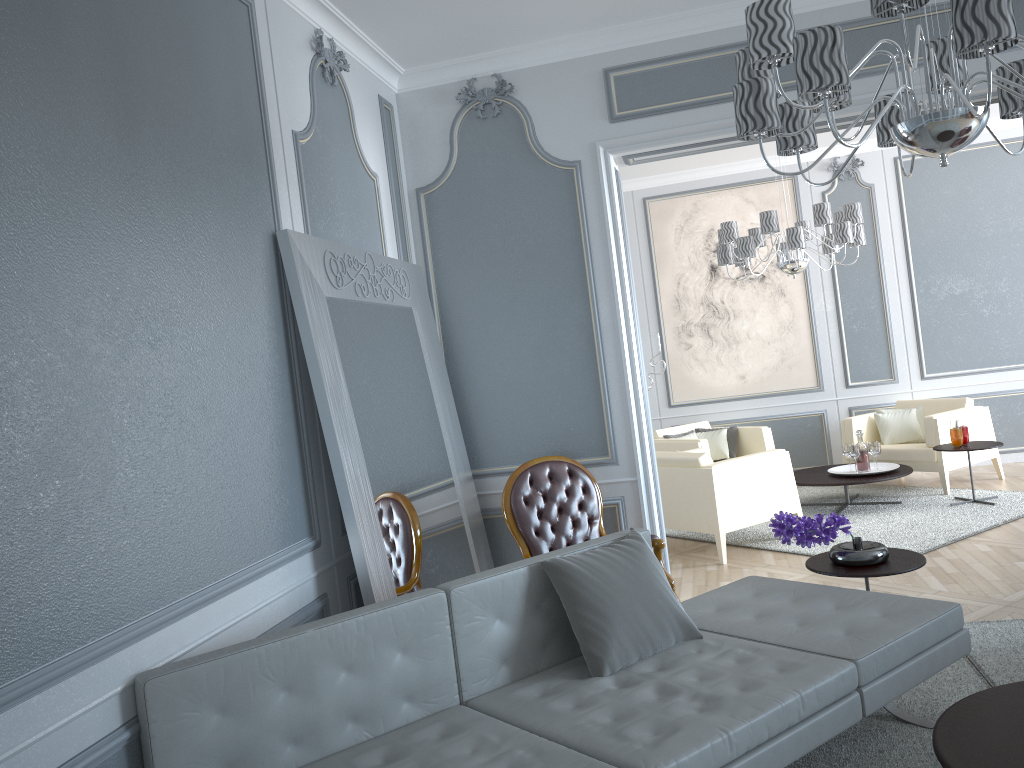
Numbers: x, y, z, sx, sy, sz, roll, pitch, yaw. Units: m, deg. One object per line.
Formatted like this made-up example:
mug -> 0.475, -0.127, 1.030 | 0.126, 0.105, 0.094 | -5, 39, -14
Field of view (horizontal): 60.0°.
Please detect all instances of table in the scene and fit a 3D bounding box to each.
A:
table -> 1.430, 0.925, 1.966 | 0.881, 0.239, 0.883 | -7, 1, 30
table -> 2.342, 0.740, 6.212 | 0.882, 0.239, 0.883 | -7, 1, 10
table -> 1.313, 0.835, 3.245 | 0.414, 0.385, 0.414 | -7, 0, 0
table -> 2.999, 0.592, 5.790 | 0.414, 0.385, 0.414 | -7, 1, -30

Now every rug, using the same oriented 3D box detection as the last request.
rug -> 2.237, 0.873, 5.934 | 2.002, 0.010, 1.998 | -8, 1, -32
rug -> 1.388, 1.044, 2.023 | 2.017, 0.010, 3.206 | -7, 1, 13

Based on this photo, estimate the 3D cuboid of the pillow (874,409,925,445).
pillow -> 2.952, 0.329, 6.768 | 0.311, 0.245, 0.163 | -7, 0, 7

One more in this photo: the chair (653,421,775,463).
chair -> 1.555, 0.632, 7.016 | 0.856, 0.621, 0.736 | -7, 1, -32

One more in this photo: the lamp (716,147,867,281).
lamp -> 1.891, -1.284, 6.167 | 0.976, 1.120, 0.976 | -7, 0, 1

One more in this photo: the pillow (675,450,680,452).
pillow -> 1.123, 0.577, 5.666 | 0.182, 0.285, 0.361 | -7, 1, 18

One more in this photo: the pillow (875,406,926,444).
pillow -> 3.009, 0.321, 6.835 | 0.351, 0.276, 0.184 | -7, 0, 18

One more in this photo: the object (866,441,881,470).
object -> 2.511, 0.497, 6.157 | 0.080, 0.196, 0.080 | -7, 0, -4

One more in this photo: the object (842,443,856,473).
object -> 2.353, 0.516, 6.183 | 0.080, 0.196, 0.080 | -7, 0, -4

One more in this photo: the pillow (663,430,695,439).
pillow -> 1.382, 0.520, 7.047 | 0.351, 0.276, 0.184 | -7, 0, -32

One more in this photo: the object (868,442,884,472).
object -> 2.493, 0.501, 6.075 | 0.080, 0.196, 0.080 | -7, 0, -4

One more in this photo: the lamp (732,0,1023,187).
lamp -> 1.042, -1.114, 2.290 | 0.976, 1.120, 0.976 | -7, 0, 1

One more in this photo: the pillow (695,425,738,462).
pillow -> 1.641, 0.487, 7.136 | 0.350, 0.276, 0.184 | -7, 0, 28

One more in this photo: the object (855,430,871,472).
object -> 2.421, 0.461, 6.141 | 0.086, 0.290, 0.086 | -7, 0, 34

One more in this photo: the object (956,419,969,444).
object -> 2.980, 0.316, 5.869 | 0.075, 0.165, 0.075 | -7, 0, -28

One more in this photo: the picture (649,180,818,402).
picture -> 1.878, -0.779, 7.577 | 1.199, 1.751, 0.001 | -7, 0, 12

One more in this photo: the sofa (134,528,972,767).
sofa -> 0.280, 0.836, 2.355 | 2.206, 0.668, 0.809 | -8, 1, -37

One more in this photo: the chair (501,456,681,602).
chair -> 0.308, 0.733, 3.823 | 0.573, 0.828, 0.574 | -7, 0, -28

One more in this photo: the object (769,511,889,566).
object -> 1.155, 0.550, 3.211 | 0.425, 0.221, 0.206 | -7, 0, -18

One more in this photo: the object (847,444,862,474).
object -> 2.355, 0.518, 6.084 | 0.080, 0.196, 0.080 | -7, 0, 16

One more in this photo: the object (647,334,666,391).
object -> 1.001, 0.311, 7.281 | 0.447, 1.386, 0.446 | -7, 0, -33

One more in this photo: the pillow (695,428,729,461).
pillow -> 1.573, 0.495, 7.080 | 0.311, 0.245, 0.163 | -7, 0, 17

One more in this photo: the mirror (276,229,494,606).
mirror -> -0.389, 0.344, 3.548 | 0.251, 1.792, 1.401 | -7, 0, 13

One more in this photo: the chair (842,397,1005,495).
chair -> 3.050, 0.451, 6.683 | 0.738, 0.621, 0.854 | -7, 1, -32

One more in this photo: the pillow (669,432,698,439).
pillow -> 1.396, 0.519, 6.960 | 0.312, 0.245, 0.163 | -8, 1, -43

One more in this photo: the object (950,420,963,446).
object -> 2.913, 0.325, 5.814 | 0.075, 0.165, 0.075 | -7, 0, 2

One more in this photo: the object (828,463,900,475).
object -> 2.430, 0.595, 6.131 | 0.468, 0.028, 0.468 | -7, 1, 25

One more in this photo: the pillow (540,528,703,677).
pillow -> 0.328, 0.650, 2.629 | 0.423, 0.354, 0.253 | -8, 1, -40

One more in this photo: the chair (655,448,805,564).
chair -> 1.240, 0.695, 5.578 | 0.738, 0.621, 0.854 | -7, 1, -32
